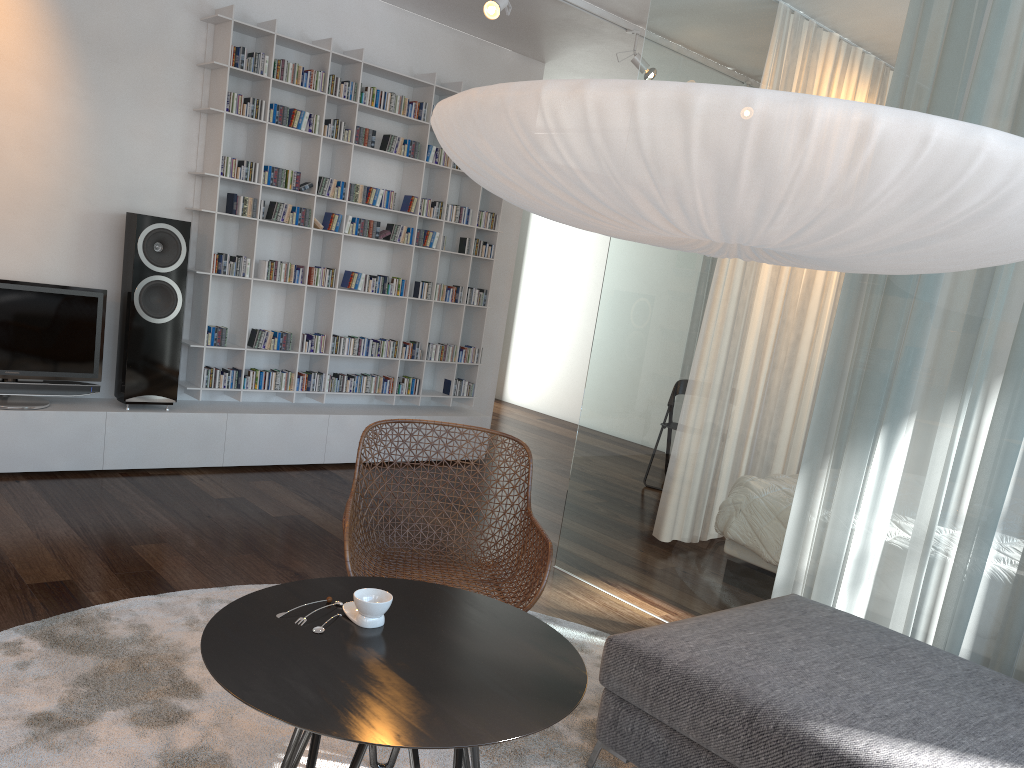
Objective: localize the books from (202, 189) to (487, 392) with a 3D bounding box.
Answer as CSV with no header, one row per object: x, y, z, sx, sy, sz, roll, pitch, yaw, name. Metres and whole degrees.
-0.901,-0.849,5.447,1.953,1.844,0.113,1,13,-41,books

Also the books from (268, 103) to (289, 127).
-1.307,-1.484,4.877,0.132,0.106,0.098,1,12,-43,books

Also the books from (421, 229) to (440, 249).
-0.544,-0.938,5.726,0.118,0.109,0.089,1,12,-42,books

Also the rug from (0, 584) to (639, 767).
-0.286,1.031,2.225,2.817,0.012,2.825,12,8,27,rug

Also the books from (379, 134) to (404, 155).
-0.732,-1.456,5.390,0.118,0.109,0.089,1,12,-42,books

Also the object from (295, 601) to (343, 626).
-0.450,0.533,2.076,0.025,0.016,0.162,12,8,23,object

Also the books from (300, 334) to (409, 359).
-0.994,-0.242,5.565,0.765,0.114,0.113,3,11,-42,books

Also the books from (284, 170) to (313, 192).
-1.223,-1.154,5.059,0.163,0.107,0.089,2,12,-42,books

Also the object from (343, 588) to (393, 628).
-0.339,0.522,2.085,0.091,0.070,0.137,4,9,-30,object

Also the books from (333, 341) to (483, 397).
-0.678,-0.110,5.886,1.133,0.354,0.113,2,12,-42,books

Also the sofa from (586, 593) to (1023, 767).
0.479,0.921,1.334,3.069,0.680,2.015,2,10,-42,sofa

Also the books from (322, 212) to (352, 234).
-1.045,-0.961,5.278,0.158,0.111,0.089,1,12,-42,books

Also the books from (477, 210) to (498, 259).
-0.210,-1.018,5.997,0.183,0.304,0.113,0,14,-41,books

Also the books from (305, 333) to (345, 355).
-1.161,-0.250,5.415,0.268,0.114,0.098,2,11,-43,books

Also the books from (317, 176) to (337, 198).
-1.096,-1.151,5.171,0.118,0.109,0.089,1,12,-42,books

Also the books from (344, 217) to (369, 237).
-0.944,-0.955,5.370,0.132,0.106,0.098,1,12,-43,books

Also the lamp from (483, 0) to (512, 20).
-0.062,-1.900,4.360,0.085,0.243,0.248,11,9,14,lamp

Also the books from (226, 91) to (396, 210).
-1.137,-1.314,5.083,1.124,0.436,0.100,2,12,-42,books

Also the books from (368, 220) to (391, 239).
-0.832,-0.949,5.470,0.163,0.107,0.089,2,12,-42,books

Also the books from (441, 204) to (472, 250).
-0.393,-1.027,5.833,0.230,0.304,0.113,0,13,-41,books

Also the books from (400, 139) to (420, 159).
-0.647,-1.451,5.467,0.132,0.106,0.098,1,12,-43,books

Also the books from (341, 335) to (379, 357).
-0.972,-0.241,5.585,0.234,0.114,0.113,2,11,-42,books

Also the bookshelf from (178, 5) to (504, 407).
-0.938,-0.914,5.459,2.085,2.101,0.224,1,13,-41,bookshelf

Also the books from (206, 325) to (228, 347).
-1.672,-0.271,4.957,0.132,0.106,0.098,1,12,-43,books

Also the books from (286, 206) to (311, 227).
-1.240,-0.968,5.107,0.132,0.106,0.098,1,12,-43,books

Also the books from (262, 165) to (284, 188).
-1.354,-1.161,4.943,0.132,0.106,0.098,1,12,-43,books

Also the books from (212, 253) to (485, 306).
-0.942,-0.635,5.481,1.925,0.115,0.113,3,11,-42,books

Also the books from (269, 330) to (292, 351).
-1.376,-0.257,5.222,0.132,0.106,0.098,1,12,-43,books

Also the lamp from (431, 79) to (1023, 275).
0.531,-0.413,2.068,1.472,0.212,1.451,8,7,-6,lamp

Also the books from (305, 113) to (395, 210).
-0.959,-1.309,5.242,0.621,0.444,0.100,1,13,-42,books

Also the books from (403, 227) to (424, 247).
-0.642,-0.941,5.640,0.144,0.106,0.098,1,12,-43,books

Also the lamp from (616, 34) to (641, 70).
0.718,-1.859,5.022,0.251,0.243,0.084,7,11,-13,lamp

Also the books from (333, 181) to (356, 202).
-1.009,-1.145,5.251,0.139,0.106,0.098,1,12,-43,books

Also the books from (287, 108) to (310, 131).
-1.211,-1.480,4.962,0.118,0.109,0.089,1,12,-42,books

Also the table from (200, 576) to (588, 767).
-0.285,0.817,2.025,0.847,0.479,0.836,2,10,-40,table

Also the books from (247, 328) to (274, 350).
-1.462,-0.262,5.144,0.118,0.109,0.089,1,12,-42,books

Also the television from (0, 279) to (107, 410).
-2.424,-0.202,4.304,0.790,0.608,0.340,5,11,-24,television

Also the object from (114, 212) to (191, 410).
-1.923,-0.374,4.672,0.295,1.016,0.277,-1,14,-41,object

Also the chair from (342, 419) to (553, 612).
-0.252,0.545,3.201,0.719,0.719,0.676,7,9,-10,chair

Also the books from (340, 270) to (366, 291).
-0.977,-0.637,5.445,0.118,0.109,0.089,1,12,-42,books

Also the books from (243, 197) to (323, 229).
-1.307,-0.972,5.045,0.503,0.107,0.089,3,11,-42,books

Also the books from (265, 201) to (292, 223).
-1.324,-0.976,5.029,0.118,0.109,0.089,1,12,-42,books

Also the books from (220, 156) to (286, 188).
-1.439,-1.165,4.867,0.384,0.105,0.100,2,11,-42,books

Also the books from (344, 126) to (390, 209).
-0.887,-1.301,5.309,0.350,0.437,0.099,0,14,-42,books

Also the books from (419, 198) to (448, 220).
-0.527,-1.125,5.680,0.232,0.114,0.100,2,11,-42,books

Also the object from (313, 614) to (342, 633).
-0.421,0.546,2.029,0.026,0.010,0.123,11,7,14,object

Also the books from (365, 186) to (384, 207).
-0.857,-1.140,5.385,0.118,0.109,0.089,1,12,-42,books

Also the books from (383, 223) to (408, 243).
-0.733,-0.946,5.558,0.118,0.109,0.089,1,12,-42,books

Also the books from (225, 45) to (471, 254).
-0.903,-1.326,5.288,1.754,0.869,0.113,2,13,-42,books

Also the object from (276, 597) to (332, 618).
-0.489,0.526,2.091,0.014,0.015,0.167,15,9,35,object

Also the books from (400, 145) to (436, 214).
-0.589,-1.289,5.570,0.156,0.437,0.088,-1,14,-41,books

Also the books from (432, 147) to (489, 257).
-0.333,-1.185,5.834,0.568,0.634,0.113,1,13,-41,books

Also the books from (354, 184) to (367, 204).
-0.929,-1.142,5.321,0.074,0.110,0.089,0,13,-42,books

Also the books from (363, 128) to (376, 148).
-0.866,-1.462,5.271,0.074,0.106,0.089,0,13,-42,books
